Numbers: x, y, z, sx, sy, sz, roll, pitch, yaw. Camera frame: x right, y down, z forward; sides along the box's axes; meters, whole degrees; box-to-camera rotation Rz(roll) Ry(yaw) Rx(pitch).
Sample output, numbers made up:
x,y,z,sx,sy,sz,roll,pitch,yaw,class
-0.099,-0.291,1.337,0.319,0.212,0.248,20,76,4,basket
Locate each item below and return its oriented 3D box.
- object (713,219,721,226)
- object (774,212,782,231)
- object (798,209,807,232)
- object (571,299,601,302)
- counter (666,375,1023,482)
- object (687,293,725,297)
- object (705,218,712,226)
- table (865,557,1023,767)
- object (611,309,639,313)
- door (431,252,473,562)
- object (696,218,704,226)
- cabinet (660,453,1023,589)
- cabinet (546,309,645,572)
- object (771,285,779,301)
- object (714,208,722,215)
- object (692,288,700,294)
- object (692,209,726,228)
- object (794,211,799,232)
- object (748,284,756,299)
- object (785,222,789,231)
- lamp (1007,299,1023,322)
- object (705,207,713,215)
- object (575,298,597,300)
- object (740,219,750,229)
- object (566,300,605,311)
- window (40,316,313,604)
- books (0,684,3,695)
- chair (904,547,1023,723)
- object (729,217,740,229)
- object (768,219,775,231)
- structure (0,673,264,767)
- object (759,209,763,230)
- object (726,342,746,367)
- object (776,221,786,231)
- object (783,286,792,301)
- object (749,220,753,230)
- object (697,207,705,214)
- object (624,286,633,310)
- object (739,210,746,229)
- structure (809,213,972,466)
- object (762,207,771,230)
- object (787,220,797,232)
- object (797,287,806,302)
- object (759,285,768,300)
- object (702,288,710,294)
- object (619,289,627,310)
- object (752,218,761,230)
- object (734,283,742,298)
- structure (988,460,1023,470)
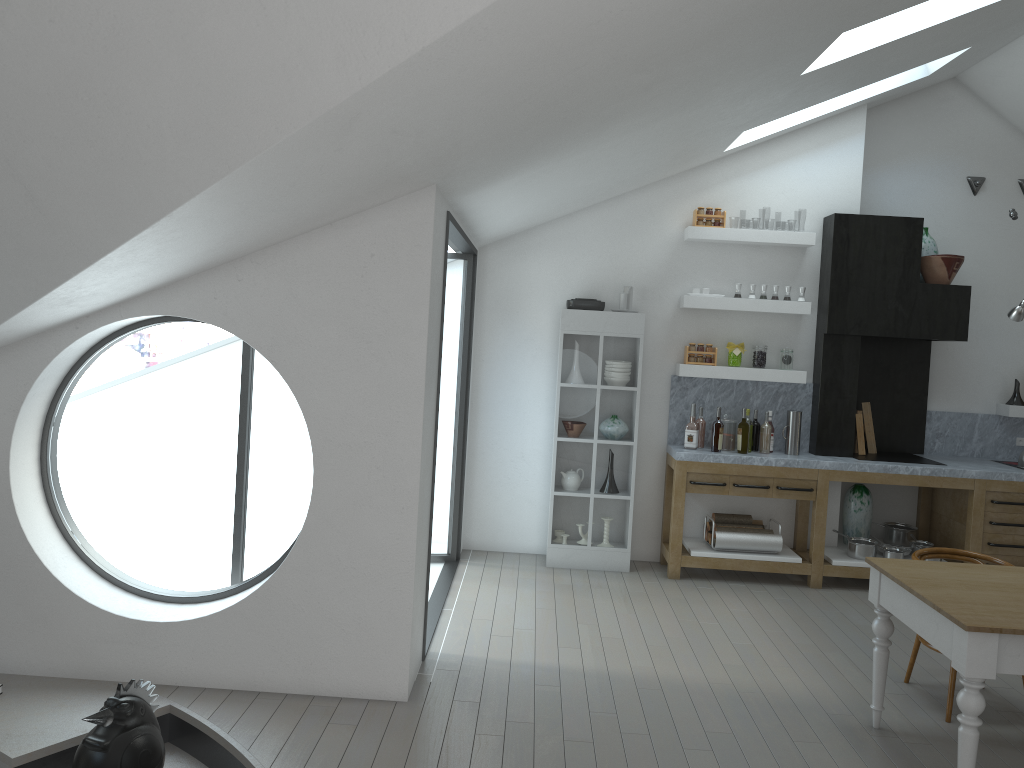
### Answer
x,y,z,sx,sy,sz,roll,pitch,yaw,class
1.620,-1.267,7.000,0.059,0.075,0.058,4,2,25,object
2.105,-1.275,7.022,0.048,0.169,0.048,4,2,9,object
2.258,-1.268,6.907,0.063,0.187,0.063,2,2,-30,object
0.574,-0.597,6.946,0.238,0.119,0.238,3,3,2,object
4.545,0.433,7.037,6.575,0.619,0.962,3,3,2,counter
1.529,-0.695,7.004,0.295,0.025,0.113,3,3,2,object
1.553,-1.271,7.002,0.059,0.075,0.058,4,2,25,object
3.340,1.360,3.743,3.349,0.798,1.019,3,3,2,table
0.883,-0.565,6.942,0.151,0.025,0.295,5,4,26,object
-0.881,0.162,6.664,1.051,2.345,0.080,3,2,-13,door
1.486,-1.275,7.004,0.059,0.075,0.058,4,2,25,object
4.423,1.248,7.038,6.428,1.021,1.005,3,2,2,cabinet
0.646,0.426,6.970,0.642,1.988,0.361,3,2,1,cabinet
2.075,-0.715,6.982,0.067,0.124,0.064,3,2,-5,object
1.625,-1.353,6.998,0.059,0.075,0.058,4,2,25,object
1.456,-0.722,7.007,0.058,0.061,0.057,3,2,1,object
1.556,-1.295,7.000,0.237,0.146,0.120,3,2,2,object
2.242,-1.269,6.969,0.054,0.179,0.054,3,2,-22,object
1.895,-0.725,6.988,0.067,0.124,0.064,3,2,-5,object
2.178,-1.232,7.018,0.094,0.093,0.093,5,3,34,object
3.792,-0.555,6.653,0.115,0.178,0.164,4,2,20,lamp
1.558,-1.357,7.000,0.059,0.075,0.058,4,2,25,object
0.575,-0.606,6.946,0.170,0.119,0.170,3,3,2,object
1.831,-1.245,6.965,0.077,0.085,0.077,5,3,34,object
0.574,-0.587,6.947,0.298,0.119,0.299,3,3,2,object
-1.664,0.380,4.533,1.470,1.469,0.104,3,1,2,window
-2.525,1.391,3.874,0.388,0.042,0.366,3,3,2,books
2.374,1.290,4.629,0.527,0.734,0.622,3,2,2,chair
1.752,-1.262,6.997,0.081,0.105,0.082,2,2,-30,object
2.029,-1.245,6.989,0.081,0.105,0.082,2,2,-30,object
-2.769,1.851,1.990,4.707,0.692,4.716,0,4,-43,structure
1.964,-1.285,6.977,0.054,0.179,0.054,3,2,-22,object
1.756,-0.234,7.003,0.163,0.199,0.128,3,2,-4,object
2.108,-1.229,6.957,0.077,0.085,0.077,5,3,34,object
2.167,-0.709,6.971,0.067,0.124,0.064,3,2,-5,object
1.901,-1.249,7.025,0.094,0.093,0.093,5,3,34,object
1.491,-1.361,7.002,0.059,0.075,0.058,4,2,25,object
0.913,-0.663,6.985,0.071,0.211,0.072,4,2,25,object
1.828,-1.291,7.030,0.048,0.169,0.048,4,2,9,object
2.972,-0.361,7.156,1.075,1.883,0.781,3,2,2,structure
1.981,-1.285,6.915,0.063,0.187,0.063,2,2,-30,object
2.185,-1.229,6.926,0.071,0.098,0.071,2,3,-34,object
2.278,-0.702,6.968,0.067,0.124,0.064,3,2,-5,object
1.980,-0.719,6.971,0.067,0.124,0.064,3,2,-5,object
1.530,-0.723,7.003,0.054,0.071,0.054,3,2,1,object
0.865,-0.654,6.890,0.054,0.196,0.054,4,2,26,object
1.908,-1.246,6.934,0.071,0.098,0.071,2,3,-34,object
1.784,-0.732,6.991,0.067,0.124,0.064,3,2,-5,object
4.273,0.686,6.982,0.737,0.041,0.648,3,3,2,structure
